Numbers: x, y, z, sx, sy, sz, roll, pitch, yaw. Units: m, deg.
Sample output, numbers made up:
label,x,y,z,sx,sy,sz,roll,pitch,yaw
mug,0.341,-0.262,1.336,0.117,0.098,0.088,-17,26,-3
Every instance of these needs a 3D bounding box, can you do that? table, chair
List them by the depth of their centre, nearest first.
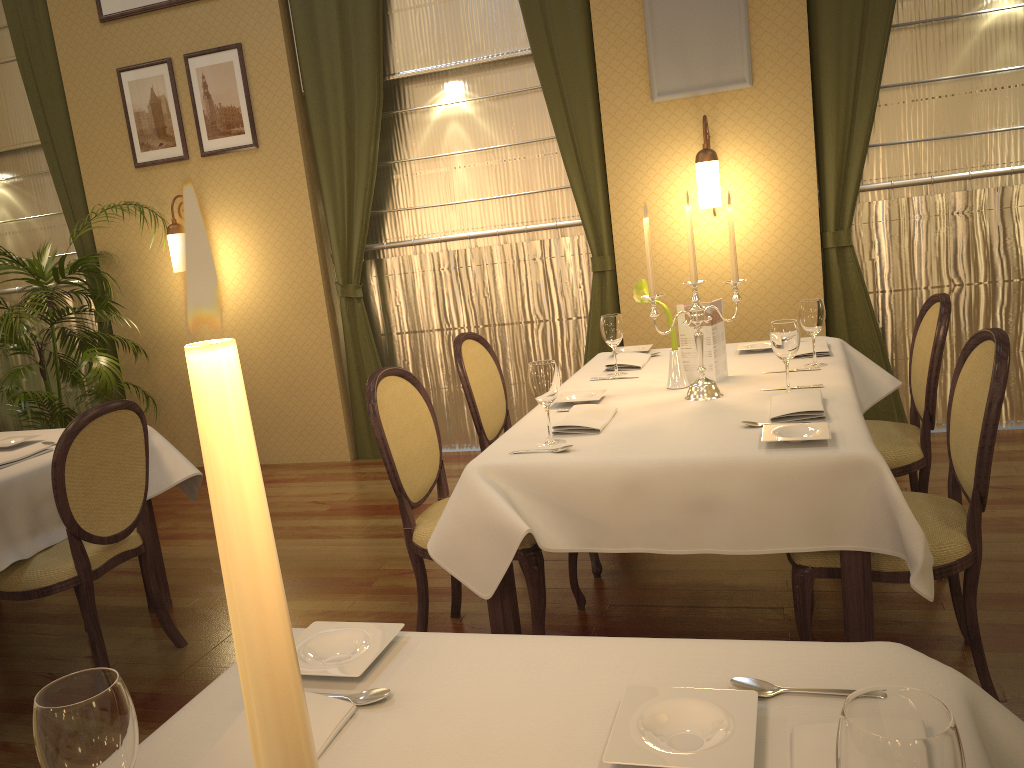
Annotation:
label,x,y,z,sx,sy,sz,roll,pitch,yaw
table,-0.080,0.908,0.580,1.385,0.759,2.152,-4,11,18
chair,1.032,0.347,2.409,0.571,0.955,0.530,-4,11,18
chair,-0.111,0.398,2.906,0.571,0.955,0.530,-4,11,18
chair,-1.521,0.545,3.045,0.571,0.955,0.530,-4,11,18
table,0.699,0.365,3.080,1.385,0.759,2.152,-4,11,18
chair,1.277,0.176,3.197,0.571,0.955,0.530,-4,11,18
table,-2.007,0.662,3.271,1.389,0.759,1.395,-3,11,20
chair,0.114,0.241,3.629,0.571,0.955,0.530,-4,11,18

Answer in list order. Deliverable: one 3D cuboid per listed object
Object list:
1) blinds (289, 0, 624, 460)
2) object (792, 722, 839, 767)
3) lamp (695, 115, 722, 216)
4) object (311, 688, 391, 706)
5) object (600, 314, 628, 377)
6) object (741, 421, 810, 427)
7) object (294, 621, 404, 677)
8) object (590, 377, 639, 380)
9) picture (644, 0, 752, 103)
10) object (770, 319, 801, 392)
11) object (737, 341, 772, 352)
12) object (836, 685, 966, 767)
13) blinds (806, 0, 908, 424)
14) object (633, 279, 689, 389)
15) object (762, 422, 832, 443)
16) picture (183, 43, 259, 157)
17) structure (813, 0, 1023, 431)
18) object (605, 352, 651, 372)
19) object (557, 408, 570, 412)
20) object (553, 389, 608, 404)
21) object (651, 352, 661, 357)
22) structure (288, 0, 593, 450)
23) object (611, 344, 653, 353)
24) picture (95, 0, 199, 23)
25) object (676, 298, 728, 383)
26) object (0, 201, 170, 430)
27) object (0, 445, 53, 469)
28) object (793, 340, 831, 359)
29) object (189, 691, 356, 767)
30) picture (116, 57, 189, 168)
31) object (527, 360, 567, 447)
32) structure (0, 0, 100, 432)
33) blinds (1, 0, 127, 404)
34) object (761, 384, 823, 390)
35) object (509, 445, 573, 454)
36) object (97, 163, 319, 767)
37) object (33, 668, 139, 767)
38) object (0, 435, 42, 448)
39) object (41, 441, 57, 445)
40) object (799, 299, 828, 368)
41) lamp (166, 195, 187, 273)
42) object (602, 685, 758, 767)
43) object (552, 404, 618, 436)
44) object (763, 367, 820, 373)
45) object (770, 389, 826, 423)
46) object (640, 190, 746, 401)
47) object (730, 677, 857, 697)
label,x,y,z,sx,sy,sz,roll,pitch,yaw
blinds,-0.414,-1.786,5.067,1.878,4.537,0.129,-4,11,18
object,0.346,0.411,0.858,0.142,0.024,0.273,-4,11,18
lamp,0.990,-1.114,4.551,0.114,0.513,0.323,-6,10,7
object,-0.248,0.424,1.211,0.181,0.015,0.038,-3,11,19
object,0.385,-0.146,3.352,0.088,0.229,0.088,-11,11,-23
object,0.701,0.104,2.351,0.181,0.015,0.038,-3,11,19
object,-0.262,0.402,1.320,0.160,0.024,0.160,-4,11,18
object,0.381,-0.023,3.291,0.185,0.010,0.017,-3,11,19
picture,0.943,-1.884,4.558,0.512,0.769,0.027,-4,11,18
object,0.821,-0.075,2.653,0.088,0.229,0.088,-11,11,-23
object,0.977,-0.142,3.515,0.160,0.024,0.160,-4,11,18
object,0.291,0.347,0.658,0.088,0.229,0.088,-11,11,-23
blinds,2.356,-1.964,4.165,1.876,4.537,0.129,-4,11,18
object,0.506,-0.173,2.999,0.163,0.375,0.076,1,13,39
object,0.701,0.129,2.189,0.160,0.024,0.160,-4,11,18
picture,-1.790,-1.737,5.447,0.412,0.619,0.022,-4,11,18
structure,2.385,-1.975,4.281,1.898,4.511,0.137,-4,11,18
object,0.468,-0.090,3.558,0.142,0.033,0.273,-4,11,18
object,0.234,0.079,2.819,0.185,0.010,0.017,-3,11,19
object,0.227,0.051,2.949,0.160,0.024,0.160,-4,11,18
object,0.532,-0.119,3.710,0.181,0.015,0.038,-3,11,19
structure,-0.384,-1.798,5.183,1.900,4.511,0.134,-4,11,18
object,0.518,-0.141,3.820,0.160,0.024,0.160,-4,11,18
picture,-2.196,-2.818,5.336,0.966,1.057,0.027,-4,11,18
object,0.663,-0.141,3.008,0.166,0.277,0.081,-9,10,-10
object,-2.768,-0.158,5.438,1.496,1.807,1.552,-7,10,-1
object,-1.781,0.265,3.130,0.142,0.024,0.273,-4,11,18
object,1.126,-0.131,3.358,0.142,0.024,0.273,-4,11,18
object,-0.312,0.452,1.058,0.142,0.033,0.273,-4,11,18
picture,-2.273,-1.706,5.605,0.412,0.619,0.022,-4,11,18
object,0.095,0.053,2.437,0.088,0.229,0.088,-11,11,-23
structure,-3.706,-1.586,6.271,1.942,4.511,0.123,-4,11,18
blinds,-3.740,-1.575,6.161,1.934,4.537,0.225,-4,11,17
object,0.872,0.011,2.766,0.185,0.010,0.017,-4,11,18
object,0.077,0.176,2.375,0.181,0.015,0.038,-3,11,19
object,-0.209,0.266,0.257,0.390,0.655,0.131,-15,13,-37
object,-0.394,0.396,0.852,0.088,0.229,0.088,-11,11,-23
object,-1.932,0.232,3.416,0.160,0.024,0.160,-4,11,18
object,-1.691,0.222,3.328,0.181,0.015,0.038,-3,11,19
object,1.042,-0.176,3.067,0.088,0.229,0.088,-11,11,-23
lamp,-2.042,-0.919,5.539,0.114,0.513,0.323,-6,10,7
object,0.197,0.400,1.015,0.160,0.024,0.160,-4,11,18
object,0.220,0.104,2.640,0.142,0.033,0.273,-4,11,18
object,0.955,-0.047,3.034,0.185,0.010,0.017,-4,11,18
object,0.799,0.061,2.486,0.142,0.033,0.273,-4,11,18
object,0.570,-0.276,2.757,0.390,0.655,0.131,-10,10,-16
object,0.359,0.373,1.079,0.181,0.015,0.038,-3,11,19
